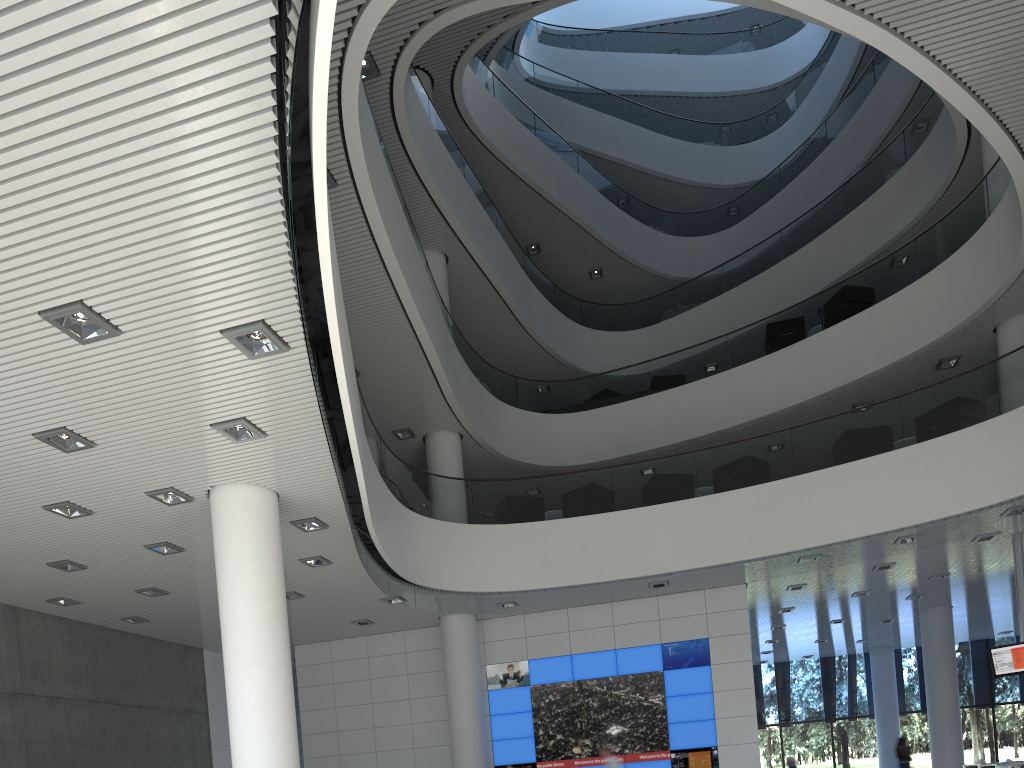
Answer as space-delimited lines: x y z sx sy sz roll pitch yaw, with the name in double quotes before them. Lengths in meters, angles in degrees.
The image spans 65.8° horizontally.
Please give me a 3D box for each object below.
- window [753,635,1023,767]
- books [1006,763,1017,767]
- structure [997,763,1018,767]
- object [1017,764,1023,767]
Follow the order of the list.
"window" 6.922 6.951 16.435 18.436 2.878 0.077 -12 -2 14
"books" 4.543 3.509 7.183 0.088 0.123 0.013 -7 -1 14
"structure" 5.062 3.225 6.332 0.842 0.426 2.837 5 -27 -23
"object" 4.827 3.626 7.443 0.194 0.098 0.247 5 -25 -25
